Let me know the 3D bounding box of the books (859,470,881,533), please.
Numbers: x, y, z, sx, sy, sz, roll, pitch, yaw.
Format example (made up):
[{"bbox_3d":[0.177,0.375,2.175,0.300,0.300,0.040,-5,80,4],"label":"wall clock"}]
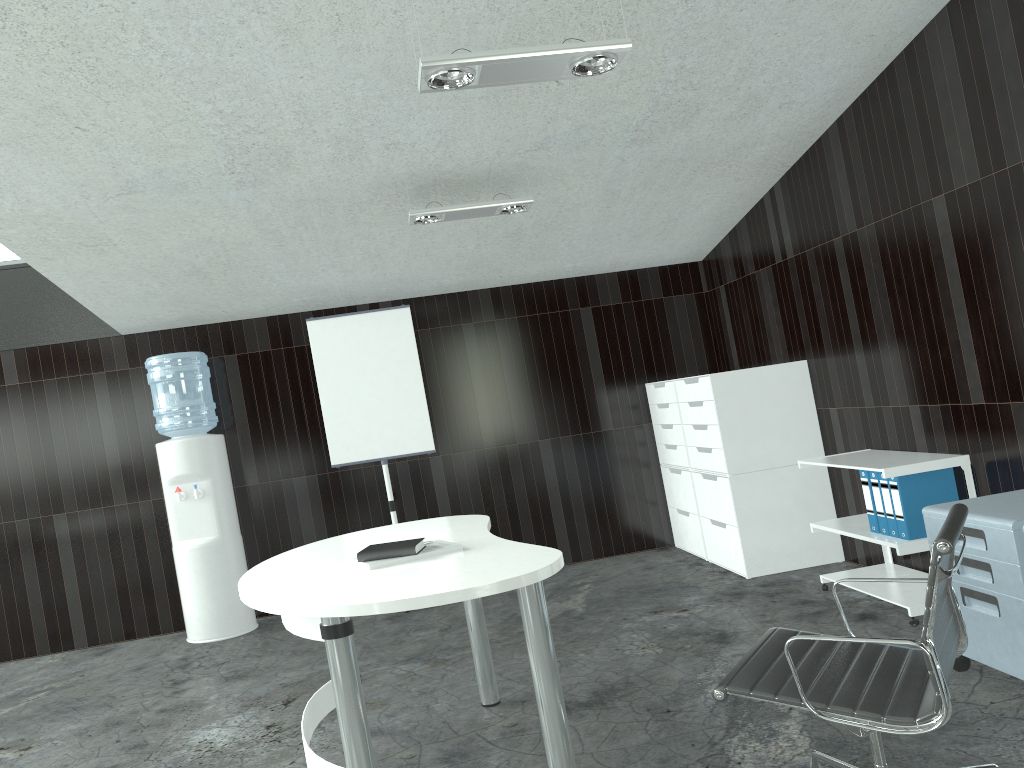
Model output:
[{"bbox_3d":[1.740,0.569,4.033,0.262,0.320,0.072,-9,-1,-8],"label":"books"}]

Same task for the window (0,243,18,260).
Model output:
[{"bbox_3d":[-9.177,-1.488,4.524,12.775,3.101,1.144,-9,-1,-8],"label":"window"}]

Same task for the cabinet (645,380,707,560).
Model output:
[{"bbox_3d":[1.372,0.575,5.964,0.587,1.292,0.639,-9,-1,-8],"label":"cabinet"}]

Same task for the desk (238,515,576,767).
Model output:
[{"bbox_3d":[-0.353,1.020,2.876,0.910,0.818,1.600,-9,-1,-13],"label":"desk"}]

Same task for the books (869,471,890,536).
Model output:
[{"bbox_3d":[1.751,0.565,3.948,0.262,0.320,0.072,-9,-1,-8],"label":"books"}]

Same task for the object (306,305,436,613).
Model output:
[{"bbox_3d":[-0.817,0.520,5.664,0.553,2.091,0.560,-8,-2,-45],"label":"object"}]

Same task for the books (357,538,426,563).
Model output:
[{"bbox_3d":[-0.369,0.569,2.739,0.183,0.032,0.164,-9,-1,5],"label":"books"}]

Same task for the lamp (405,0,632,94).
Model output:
[{"bbox_3d":[-0.255,-2.768,2.609,0.600,3.595,0.212,-9,-1,-8],"label":"lamp"}]

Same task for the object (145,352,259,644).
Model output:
[{"bbox_3d":[-1.974,0.770,5.598,0.436,1.967,0.436,-9,-1,-18],"label":"object"}]

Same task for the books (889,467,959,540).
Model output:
[{"bbox_3d":[1.771,0.558,3.799,0.262,0.320,0.072,-9,-1,-8],"label":"books"}]

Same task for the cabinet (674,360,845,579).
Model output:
[{"bbox_3d":[1.458,0.545,5.323,0.587,1.292,0.639,-9,-1,-8],"label":"cabinet"}]

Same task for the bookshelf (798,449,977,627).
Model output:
[{"bbox_3d":[1.749,0.747,4.117,0.403,0.739,0.817,-9,-1,-8],"label":"bookshelf"}]

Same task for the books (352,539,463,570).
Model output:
[{"bbox_3d":[-0.329,0.589,2.766,0.297,0.021,0.210,-9,-2,-25],"label":"books"}]

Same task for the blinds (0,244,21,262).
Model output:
[{"bbox_3d":[-3.366,-2.402,5.305,0.889,2.982,1.106,-9,-1,-8],"label":"blinds"}]

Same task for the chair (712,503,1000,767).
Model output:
[{"bbox_3d":[0.862,0.800,2.204,0.587,0.825,0.560,-10,-2,31],"label":"chair"}]

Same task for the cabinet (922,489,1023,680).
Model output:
[{"bbox_3d":[1.819,0.755,2.975,0.598,0.648,0.502,-9,-1,-9],"label":"cabinet"}]

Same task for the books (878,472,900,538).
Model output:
[{"bbox_3d":[1.761,0.561,3.873,0.262,0.320,0.072,-9,-1,-8],"label":"books"}]

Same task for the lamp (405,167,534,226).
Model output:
[{"bbox_3d":[-0.490,-2.686,4.377,0.600,3.595,0.212,-9,-1,-8],"label":"lamp"}]
